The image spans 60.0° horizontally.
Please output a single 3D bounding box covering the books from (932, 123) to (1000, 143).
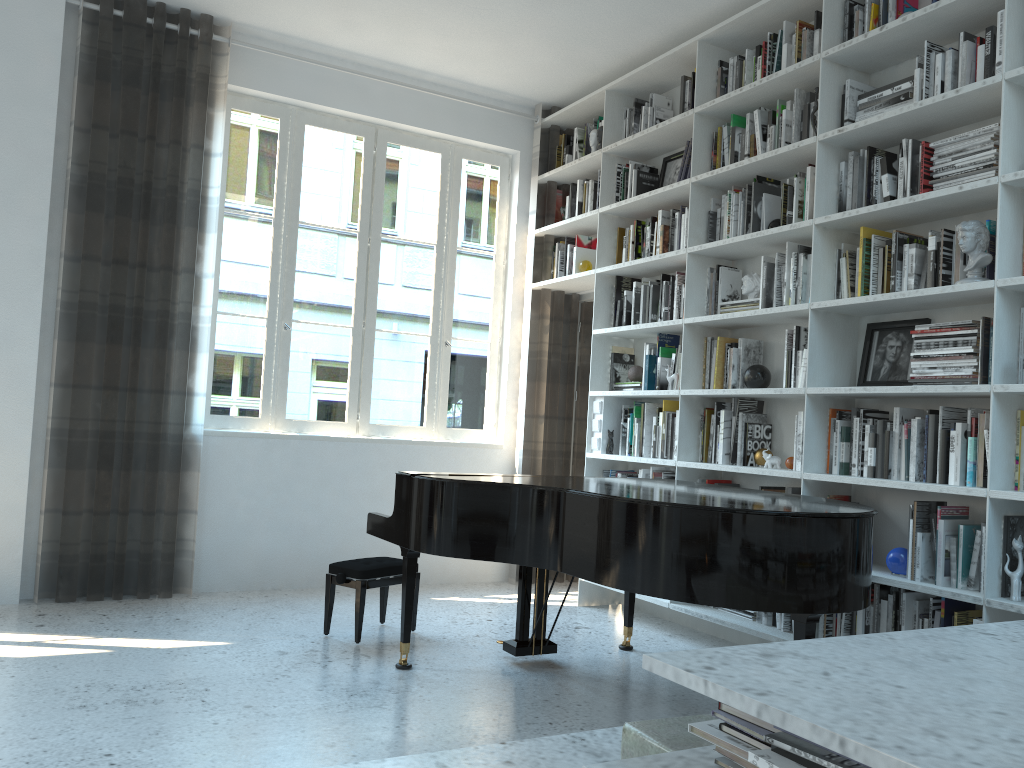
[{"bbox_3d":[1.801,-0.950,3.436,0.159,0.012,0.285,5,-3,-27],"label":"books"}]

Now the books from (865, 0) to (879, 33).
[{"bbox_3d":[1.598,-1.569,3.862,0.163,0.265,0.011,5,-3,-29],"label":"books"}]

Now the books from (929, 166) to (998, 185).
[{"bbox_3d":[1.790,-0.792,3.428,0.159,0.012,0.285,5,-3,-32],"label":"books"}]

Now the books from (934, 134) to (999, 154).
[{"bbox_3d":[1.799,-0.914,3.434,0.161,0.012,0.254,5,-3,-27],"label":"books"}]

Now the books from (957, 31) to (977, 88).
[{"bbox_3d":[1.803,-1.213,3.451,0.185,0.269,0.023,5,-3,-29],"label":"books"}]

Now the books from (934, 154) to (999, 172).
[{"bbox_3d":[1.797,-0.839,3.432,0.161,0.012,0.254,5,-3,-28],"label":"books"}]

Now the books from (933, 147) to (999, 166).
[{"bbox_3d":[1.795,-0.864,3.431,0.161,0.012,0.254,5,-3,-32],"label":"books"}]

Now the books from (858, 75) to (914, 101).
[{"bbox_3d":[1.644,-1.241,3.775,0.159,0.024,0.285,5,-3,-29],"label":"books"}]

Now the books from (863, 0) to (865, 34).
[{"bbox_3d":[1.602,-1.605,3.903,0.145,0.341,0.014,5,-3,-29],"label":"books"}]

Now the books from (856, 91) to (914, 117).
[{"bbox_3d":[1.629,-1.168,3.766,0.159,0.024,0.285,5,-3,-24],"label":"books"}]

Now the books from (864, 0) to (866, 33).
[{"bbox_3d":[1.602,-1.584,3.888,0.153,0.296,0.010,5,-3,-29],"label":"books"}]

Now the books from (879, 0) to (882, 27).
[{"bbox_3d":[1.636,-1.569,3.820,0.147,0.264,0.013,5,-3,-29],"label":"books"}]

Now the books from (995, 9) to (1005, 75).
[{"bbox_3d":[1.858,-1.205,3.222,0.272,0.237,0.037,5,-3,-29],"label":"books"}]

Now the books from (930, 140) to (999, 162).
[{"bbox_3d":[1.800,-0.888,3.434,0.159,0.012,0.285,5,-3,-30],"label":"books"}]

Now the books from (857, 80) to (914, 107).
[{"bbox_3d":[1.639,-1.217,3.771,0.159,0.024,0.285,5,-3,-27],"label":"books"}]

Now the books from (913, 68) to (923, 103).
[{"bbox_3d":[1.708,-1.169,3.611,0.193,0.187,0.025,5,-3,-29],"label":"books"}]

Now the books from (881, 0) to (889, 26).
[{"bbox_3d":[1.642,-1.566,3.795,0.168,0.255,0.005,5,-3,-29],"label":"books"}]

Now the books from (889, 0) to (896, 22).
[{"bbox_3d":[1.659,-1.566,3.770,0.143,0.256,0.011,5,-3,-29],"label":"books"}]

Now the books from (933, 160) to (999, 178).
[{"bbox_3d":[1.794,-0.816,3.430,0.161,0.012,0.254,5,-3,-31],"label":"books"}]

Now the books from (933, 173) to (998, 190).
[{"bbox_3d":[1.795,-0.767,3.430,0.161,0.012,0.254,5,-3,-29],"label":"books"}]

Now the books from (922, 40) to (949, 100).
[{"bbox_3d":[1.721,-1.219,3.571,0.190,0.284,0.011,5,-3,-29],"label":"books"}]

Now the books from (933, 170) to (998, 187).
[{"bbox_3d":[1.794,-0.779,3.430,0.161,0.012,0.254,5,-3,-30],"label":"books"}]

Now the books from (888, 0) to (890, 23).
[{"bbox_3d":[1.658,-1.531,3.781,0.152,0.186,0.010,5,-3,-29],"label":"books"}]

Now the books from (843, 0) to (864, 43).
[{"bbox_3d":[1.549,-1.562,3.952,0.185,0.253,0.026,5,-3,-29],"label":"books"}]

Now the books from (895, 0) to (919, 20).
[{"bbox_3d":[1.679,-1.555,3.772,0.137,0.235,0.004,5,-3,-29],"label":"books"}]

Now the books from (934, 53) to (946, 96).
[{"bbox_3d":[1.755,-1.185,3.531,0.190,0.216,0.027,5,-3,-29],"label":"books"}]

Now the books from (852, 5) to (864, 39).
[{"bbox_3d":[1.577,-1.548,3.939,0.157,0.227,0.023,5,-3,-29],"label":"books"}]

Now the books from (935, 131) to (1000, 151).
[{"bbox_3d":[1.804,-0.926,3.437,0.161,0.012,0.254,5,-3,-29],"label":"books"}]

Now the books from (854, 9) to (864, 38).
[{"bbox_3d":[1.576,-1.533,3.911,0.166,0.194,0.026,5,-3,-29],"label":"books"}]

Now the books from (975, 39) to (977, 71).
[{"bbox_3d":[1.830,-1.194,3.407,0.152,0.230,0.010,5,-3,-29],"label":"books"}]

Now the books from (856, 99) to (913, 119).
[{"bbox_3d":[1.634,-1.150,3.770,0.159,0.012,0.285,5,-3,-31],"label":"books"}]

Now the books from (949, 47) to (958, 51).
[{"bbox_3d":[1.776,-1.198,3.521,0.131,0.244,0.012,5,-3,-29],"label":"books"}]

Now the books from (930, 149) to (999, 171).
[{"bbox_3d":[1.794,-0.852,3.431,0.159,0.012,0.285,5,-3,-26],"label":"books"}]

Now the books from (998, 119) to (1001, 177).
[{"bbox_3d":[1.858,-0.843,3.287,0.161,0.254,0.012,5,-3,-29],"label":"books"}]

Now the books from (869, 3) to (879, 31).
[{"bbox_3d":[1.615,-1.534,3.852,0.172,0.195,0.023,5,-3,-29],"label":"books"}]

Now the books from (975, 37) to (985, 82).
[{"bbox_3d":[1.830,-1.195,3.394,0.158,0.230,0.012,5,-3,-29],"label":"books"}]

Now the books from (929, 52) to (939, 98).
[{"bbox_3d":[1.741,-1.195,3.563,0.171,0.237,0.021,5,-3,-29],"label":"books"}]

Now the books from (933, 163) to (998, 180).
[{"bbox_3d":[1.793,-0.804,3.430,0.161,0.012,0.254,5,-3,-27],"label":"books"}]

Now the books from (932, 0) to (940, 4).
[{"bbox_3d":[1.757,-1.589,3.579,0.176,0.292,0.014,5,-3,-29],"label":"books"}]

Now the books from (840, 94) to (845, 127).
[{"bbox_3d":[1.527,-1.170,3.936,0.167,0.201,0.027,5,-3,-29],"label":"books"}]

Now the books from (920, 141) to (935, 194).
[{"bbox_3d":[1.700,-0.834,3.557,0.176,0.246,0.013,5,-3,-29],"label":"books"}]

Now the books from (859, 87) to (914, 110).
[{"bbox_3d":[1.633,-1.193,3.768,0.161,0.025,0.254,5,-3,-33],"label":"books"}]

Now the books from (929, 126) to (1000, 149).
[{"bbox_3d":[1.794,-0.939,3.432,0.159,0.012,0.285,5,-3,-34],"label":"books"}]

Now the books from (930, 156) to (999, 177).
[{"bbox_3d":[1.797,-0.827,3.432,0.159,0.012,0.285,5,-3,-28],"label":"books"}]

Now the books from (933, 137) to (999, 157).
[{"bbox_3d":[1.793,-0.901,3.431,0.161,0.012,0.254,5,-3,-24],"label":"books"}]

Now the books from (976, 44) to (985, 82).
[{"bbox_3d":[1.835,-1.174,3.374,0.176,0.188,0.029,5,-3,-29],"label":"books"}]

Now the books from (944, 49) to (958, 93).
[{"bbox_3d":[1.776,-1.187,3.498,0.183,0.219,0.028,5,-3,-29],"label":"books"}]

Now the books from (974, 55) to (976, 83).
[{"bbox_3d":[1.835,-1.197,3.423,0.139,0.239,0.011,5,-3,-29],"label":"books"}]

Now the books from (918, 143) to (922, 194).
[{"bbox_3d":[1.704,-0.832,3.576,0.183,0.245,0.015,5,-3,-29],"label":"books"}]

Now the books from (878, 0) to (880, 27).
[{"bbox_3d":[1.635,-1.560,3.834,0.139,0.248,0.014,5,-3,-29],"label":"books"}]

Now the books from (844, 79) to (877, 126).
[{"bbox_3d":[1.539,-1.195,3.901,0.191,0.249,0.021,5,-3,-29],"label":"books"}]

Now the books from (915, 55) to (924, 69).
[{"bbox_3d":[1.705,-1.202,3.631,0.161,0.254,0.012,5,-3,-29],"label":"books"}]

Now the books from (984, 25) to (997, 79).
[{"bbox_3d":[1.850,-1.205,3.348,0.173,0.248,0.032,5,-3,-29],"label":"books"}]

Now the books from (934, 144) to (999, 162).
[{"bbox_3d":[1.797,-0.876,3.433,0.161,0.012,0.254,5,-3,-27],"label":"books"}]

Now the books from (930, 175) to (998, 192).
[{"bbox_3d":[1.793,-0.755,3.429,0.159,0.012,0.285,5,-3,-28],"label":"books"}]

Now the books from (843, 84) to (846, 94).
[{"bbox_3d":[1.536,-1.194,3.964,0.161,0.254,0.012,5,-3,-29],"label":"books"}]

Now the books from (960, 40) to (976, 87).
[{"bbox_3d":[1.805,-1.191,3.426,0.190,0.223,0.023,5,-3,-29],"label":"books"}]

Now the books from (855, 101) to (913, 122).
[{"bbox_3d":[1.631,-1.139,3.768,0.159,0.012,0.285,5,-3,-32],"label":"books"}]
